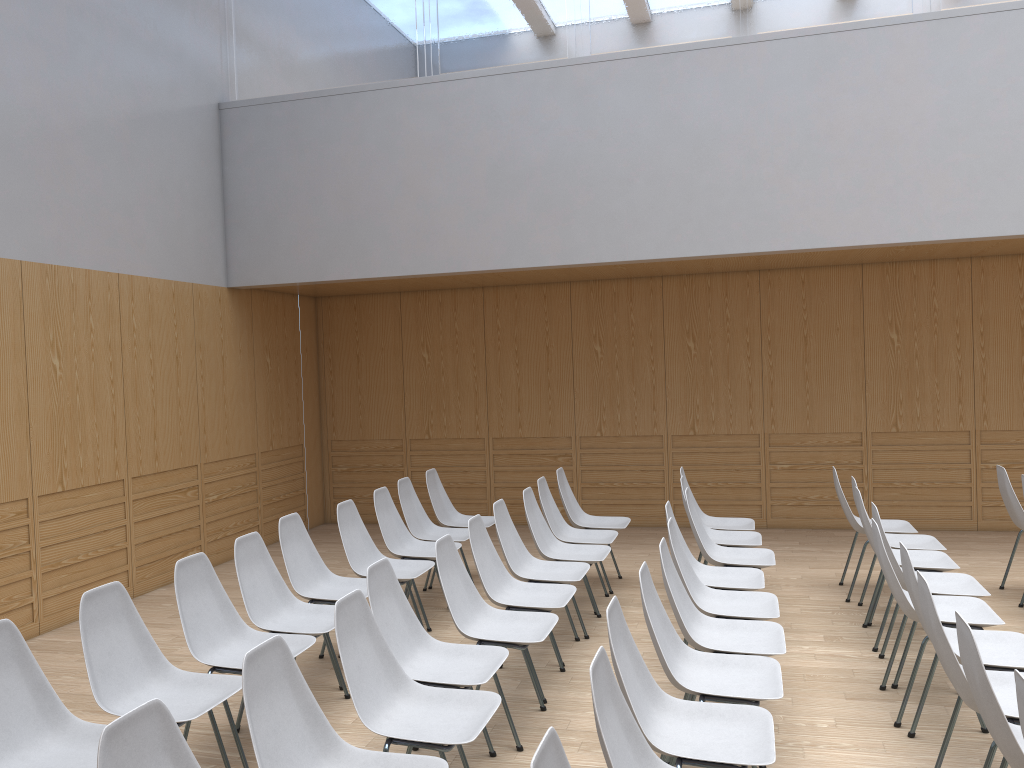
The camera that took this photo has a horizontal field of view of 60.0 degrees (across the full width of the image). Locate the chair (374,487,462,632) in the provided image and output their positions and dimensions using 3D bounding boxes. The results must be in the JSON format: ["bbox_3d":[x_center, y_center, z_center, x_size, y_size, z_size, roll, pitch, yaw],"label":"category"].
[{"bbox_3d":[-0.622,1.123,5.853,0.505,0.876,0.479,-2,1,15],"label":"chair"}]

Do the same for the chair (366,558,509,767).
[{"bbox_3d":[-0.297,1.160,3.591,0.505,0.876,0.479,-2,1,15],"label":"chair"}]

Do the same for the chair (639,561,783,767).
[{"bbox_3d":[0.756,1.126,3.345,0.505,0.876,0.479,-2,1,15],"label":"chair"}]

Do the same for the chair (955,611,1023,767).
[{"bbox_3d":[1.574,1.113,2.537,0.505,0.876,0.479,-2,1,15],"label":"chair"}]

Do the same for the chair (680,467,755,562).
[{"bbox_3d":[1.481,1.035,6.362,0.505,0.876,0.479,-2,1,15],"label":"chair"}]

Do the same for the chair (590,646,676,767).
[{"bbox_3d":[0.484,1.158,2.328,0.505,0.876,0.479,-2,1,15],"label":"chair"}]

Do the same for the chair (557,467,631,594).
[{"bbox_3d":[0.613,1.062,6.596,0.505,0.876,0.479,-2,1,15],"label":"chair"}]

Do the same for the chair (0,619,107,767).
[{"bbox_3d":[-1.468,1.219,2.844,0.505,0.876,0.479,-2,1,15],"label":"chair"}]

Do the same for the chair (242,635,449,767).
[{"bbox_3d":[-0.474,1.188,2.546,0.505,0.876,0.479,-2,1,15],"label":"chair"}]

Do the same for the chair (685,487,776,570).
[{"bbox_3d":[1.313,1.063,5.310,0.505,0.876,0.479,-2,1,15],"label":"chair"}]

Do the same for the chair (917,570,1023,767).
[{"bbox_3d":[1.691,1.098,3.046,0.505,0.876,0.479,-2,1,15],"label":"chair"}]

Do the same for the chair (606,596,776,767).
[{"bbox_3d":[0.582,1.143,2.851,0.505,0.876,0.479,-2,1,15],"label":"chair"}]

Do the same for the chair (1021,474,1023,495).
[{"bbox_3d":[3.376,0.987,5.323,0.505,0.876,0.479,-2,1,15],"label":"chair"}]

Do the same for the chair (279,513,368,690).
[{"bbox_3d":[-0.986,1.157,4.880,0.505,0.876,0.479,-2,1,15],"label":"chair"}]

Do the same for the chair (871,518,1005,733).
[{"bbox_3d":[1.947,1.066,4.080,0.505,0.876,0.479,-2,1,15],"label":"chair"}]

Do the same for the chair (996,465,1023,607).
[{"bbox_3d":[3.488,0.972,5.812,0.505,0.876,0.479,-2,1,15],"label":"chair"}]

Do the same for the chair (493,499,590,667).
[{"bbox_3d":[0.176,1.110,5.114,0.505,0.876,0.479,-2,1,15],"label":"chair"}]

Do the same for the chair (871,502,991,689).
[{"bbox_3d":[2.128,1.050,4.531,0.505,0.876,0.479,-2,1,15],"label":"chair"}]

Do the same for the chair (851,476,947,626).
[{"bbox_3d":[2.409,1.018,5.541,0.505,0.876,0.479,-2,1,15],"label":"chair"}]

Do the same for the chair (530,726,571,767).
[{"bbox_3d":[0.319,1.175,1.792,0.505,0.876,0.479,-2,1,15],"label":"chair"}]

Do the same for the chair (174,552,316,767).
[{"bbox_3d":[-1.160,1.186,3.848,0.505,0.876,0.479,-2,1,15],"label":"chair"}]

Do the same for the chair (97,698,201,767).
[{"bbox_3d":[-0.646,1.205,2.051,0.505,0.876,0.479,-2,1,15],"label":"chair"}]

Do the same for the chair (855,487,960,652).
[{"bbox_3d":[2.257,1.033,5.079,0.505,0.876,0.479,-2,1,15],"label":"chair"}]

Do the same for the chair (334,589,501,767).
[{"bbox_3d":[-0.322,1.172,3.074,0.505,0.876,0.479,-2,1,15],"label":"chair"}]

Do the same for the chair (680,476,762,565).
[{"bbox_3d":[1.389,1.049,5.857,0.505,0.876,0.479,-2,1,15],"label":"chair"}]

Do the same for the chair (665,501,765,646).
[{"bbox_3d":[1.109,1.081,4.817,0.505,0.876,0.479,-2,1,15],"label":"chair"}]

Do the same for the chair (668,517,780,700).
[{"bbox_3d":[1.031,1.095,4.298,0.505,0.876,0.479,-2,1,15],"label":"chair"}]

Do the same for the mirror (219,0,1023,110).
[{"bbox_3d":[5.949,-3.794,5.787,17.827,2.090,0.253,-2,1,15],"label":"mirror"}]

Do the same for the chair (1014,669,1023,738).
[{"bbox_3d":[1.468,1.128,2.032,0.505,0.876,0.479,-2,1,15],"label":"chair"}]

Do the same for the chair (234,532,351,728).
[{"bbox_3d":[-1.052,1.172,4.320,0.505,0.876,0.479,-2,1,15],"label":"chair"}]

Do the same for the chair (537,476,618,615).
[{"bbox_3d":[0.457,1.078,6.086,0.505,0.876,0.479,-2,1,15],"label":"chair"}]

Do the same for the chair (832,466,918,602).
[{"bbox_3d":[2.481,1.004,6.072,0.505,0.876,0.479,-2,1,15],"label":"chair"}]

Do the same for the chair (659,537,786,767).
[{"bbox_3d":[0.909,1.110,3.805,0.505,0.876,0.479,-2,1,15],"label":"chair"}]

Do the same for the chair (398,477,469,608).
[{"bbox_3d":[-0.528,1.109,6.347,0.505,0.876,0.479,-2,1,15],"label":"chair"}]

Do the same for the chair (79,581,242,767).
[{"bbox_3d":[-1.315,1.203,3.339,0.505,0.876,0.479,-2,1,15],"label":"chair"}]

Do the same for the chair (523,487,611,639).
[{"bbox_3d":[0.351,1.093,5.585,0.505,0.876,0.479,-2,1,15],"label":"chair"}]

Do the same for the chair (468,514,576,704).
[{"bbox_3d":[0.058,1.125,4.598,0.505,0.876,0.479,-2,1,15],"label":"chair"}]

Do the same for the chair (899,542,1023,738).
[{"bbox_3d":[1.843,1.082,3.536,0.505,0.876,0.479,-2,1,15],"label":"chair"}]

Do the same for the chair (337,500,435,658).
[{"bbox_3d":[-0.756,1.140,5.315,0.505,0.876,0.479,-2,1,15],"label":"chair"}]

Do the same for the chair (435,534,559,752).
[{"bbox_3d":[-0.065,1.141,4.071,0.505,0.876,0.479,-2,1,15],"label":"chair"}]

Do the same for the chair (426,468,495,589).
[{"bbox_3d":[-0.377,1.093,6.837,0.505,0.876,0.479,-2,1,15],"label":"chair"}]
